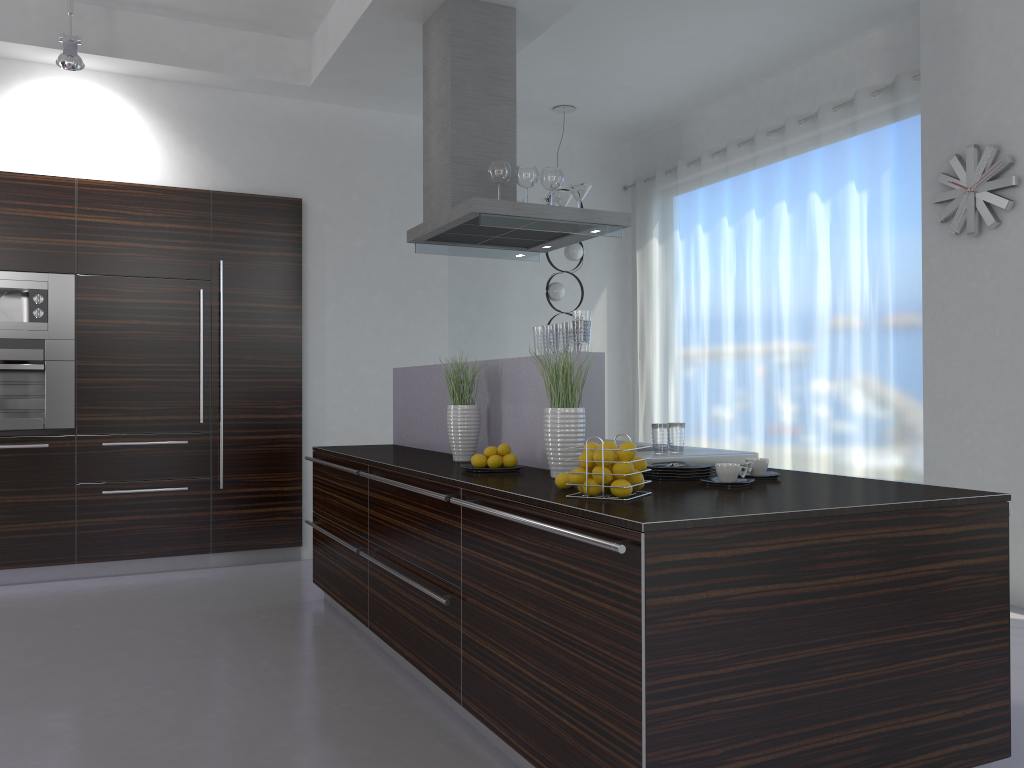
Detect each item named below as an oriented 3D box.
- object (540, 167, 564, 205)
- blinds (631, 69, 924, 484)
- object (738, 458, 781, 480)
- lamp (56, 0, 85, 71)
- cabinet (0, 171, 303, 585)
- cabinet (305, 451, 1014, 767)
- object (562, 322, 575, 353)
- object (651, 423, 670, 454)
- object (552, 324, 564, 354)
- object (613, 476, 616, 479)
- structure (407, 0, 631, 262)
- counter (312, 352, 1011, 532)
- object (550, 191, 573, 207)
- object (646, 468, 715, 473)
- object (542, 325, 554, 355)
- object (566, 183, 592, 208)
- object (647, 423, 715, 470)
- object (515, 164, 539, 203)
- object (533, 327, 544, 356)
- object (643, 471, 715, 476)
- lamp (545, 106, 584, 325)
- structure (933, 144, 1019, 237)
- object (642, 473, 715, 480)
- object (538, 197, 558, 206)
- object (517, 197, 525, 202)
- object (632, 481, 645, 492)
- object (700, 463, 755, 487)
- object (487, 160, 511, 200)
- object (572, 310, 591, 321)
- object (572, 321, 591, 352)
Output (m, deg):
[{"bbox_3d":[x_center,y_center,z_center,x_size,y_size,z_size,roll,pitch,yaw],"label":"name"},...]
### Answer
[{"bbox_3d":[0.209,-1.012,4.634,0.125,0.221,0.125,0,-1,-1],"label":"object"},{"bbox_3d":[1.796,-0.349,6.817,0.120,3.112,3.245,0,-1,-26],"label":"blinds"},{"bbox_3d":[0.852,0.294,3.080,0.153,0.069,0.153,0,-1,8],"label":"object"},{"bbox_3d":[-2.542,-2.035,4.841,0.171,0.511,0.605,0,-1,6],"label":"lamp"},{"bbox_3d":[-3.189,-0.031,5.586,3.600,2.500,0.669,0,-1,-26],"label":"cabinet"},{"bbox_3d":[0.165,0.764,3.782,1.377,0.852,3.285,0,-1,-26],"label":"cabinet"},{"bbox_3d":[0.226,-0.174,3.389,0.071,0.119,0.072,0,-1,14],"label":"object"},{"bbox_3d":[0.585,0.216,3.493,0.071,0.119,0.072,0,-1,-26],"label":"object"},{"bbox_3d":[0.191,-0.173,3.462,0.071,0.119,0.072,0,-1,14],"label":"object"},{"bbox_3d":[0.303,0.293,2.629,0.053,0.053,0.061,0,-1,17],"label":"object"},{"bbox_3d":[0.008,-1.384,4.937,0.915,1.231,0.981,0,-1,-26],"label":"structure"},{"bbox_3d":[0.175,0.540,3.787,1.302,1.300,3.291,0,-1,-26],"label":"counter"},{"bbox_3d":[0.283,-0.986,4.990,0.137,0.174,0.137,-1,-1,29],"label":"object"},{"bbox_3d":[0.570,0.299,3.091,0.232,0.020,0.232,0,-1,-22],"label":"object"},{"bbox_3d":[0.156,-0.172,3.534,0.071,0.119,0.072,0,-1,14],"label":"object"},{"bbox_3d":[0.365,-0.988,4.819,0.137,0.174,0.137,-1,-1,29],"label":"object"},{"bbox_3d":[0.567,0.228,3.280,0.269,0.147,0.646,0,-1,-1],"label":"object"},{"bbox_3d":[0.076,-1.013,4.571,0.125,0.221,0.125,0,-1,-1],"label":"object"},{"bbox_3d":[0.121,-0.172,3.607,0.072,0.119,0.071,0,-1,24],"label":"object"},{"bbox_3d":[0.570,0.309,3.091,0.232,0.020,0.232,0,-1,-17],"label":"object"},{"bbox_3d":[0.435,-1.091,7.318,0.367,2.370,0.180,0,-1,-32],"label":"lamp"},{"bbox_3d":[2.568,-1.079,4.942,0.076,0.505,0.505,0,-1,-26],"label":"structure"},{"bbox_3d":[0.570,0.319,3.091,0.232,0.020,0.232,0,-1,-17],"label":"object"},{"bbox_3d":[0.221,-0.984,5.156,0.137,0.174,0.137,-1,-1,29],"label":"object"},{"bbox_3d":[0.022,-1.005,5.335,0.125,0.221,0.125,0,-1,-1],"label":"object"},{"bbox_3d":[0.359,0.291,2.605,0.061,0.053,0.053,0,-1,19],"label":"object"},{"bbox_3d":[0.694,0.293,2.857,0.153,0.069,0.153,-1,-1,38],"label":"object"},{"bbox_3d":[-0.066,-1.013,4.501,0.125,0.221,0.125,0,-1,-1],"label":"object"},{"bbox_3d":[0.261,-0.214,3.316,0.071,0.119,0.072,0,-1,14],"label":"object"},{"bbox_3d":[0.261,-0.175,3.316,0.071,0.119,0.072,0,-1,14],"label":"object"}]
